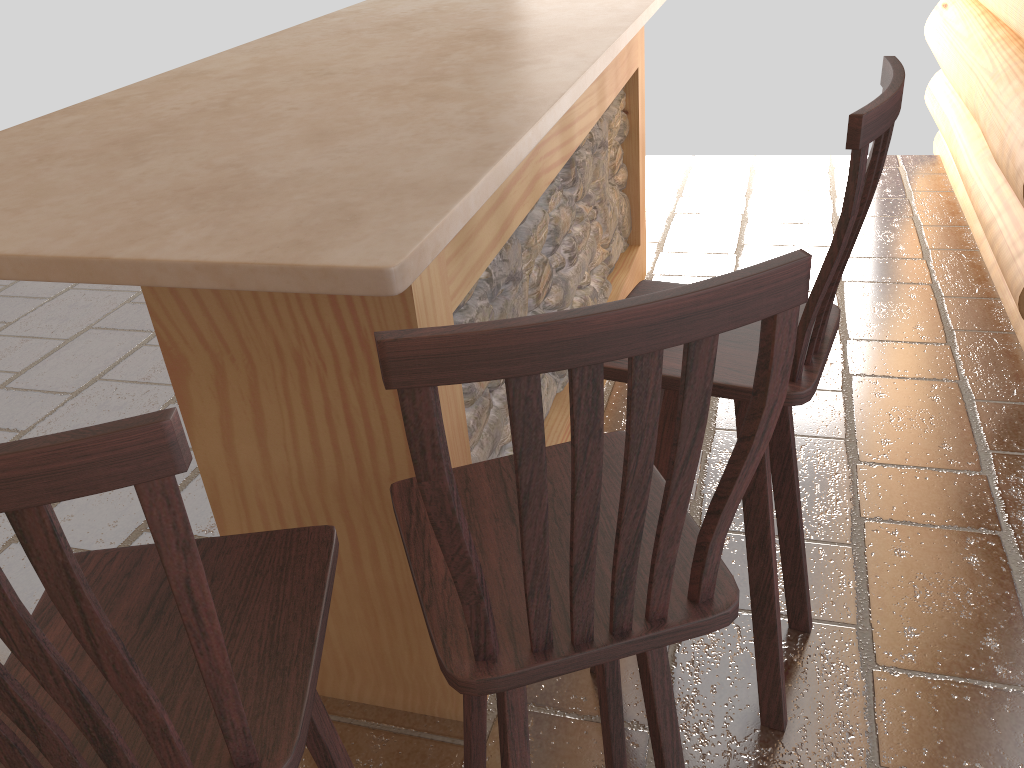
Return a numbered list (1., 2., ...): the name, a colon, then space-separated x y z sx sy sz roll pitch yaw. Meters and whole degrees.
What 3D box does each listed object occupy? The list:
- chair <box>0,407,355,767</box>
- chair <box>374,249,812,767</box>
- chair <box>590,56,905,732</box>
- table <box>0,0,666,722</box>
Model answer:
1. chair: -0.415 0.508 1.170 0.406 1.319 0.504 -6 30 -1
2. chair: 0.078 0.390 1.293 0.406 1.319 0.504 -12 31 -11
3. chair: 0.427 0.069 1.788 0.504 1.319 0.406 10 33 25
4. table: -0.217 -0.441 2.841 1.196 1.257 3.220 4 31 16
